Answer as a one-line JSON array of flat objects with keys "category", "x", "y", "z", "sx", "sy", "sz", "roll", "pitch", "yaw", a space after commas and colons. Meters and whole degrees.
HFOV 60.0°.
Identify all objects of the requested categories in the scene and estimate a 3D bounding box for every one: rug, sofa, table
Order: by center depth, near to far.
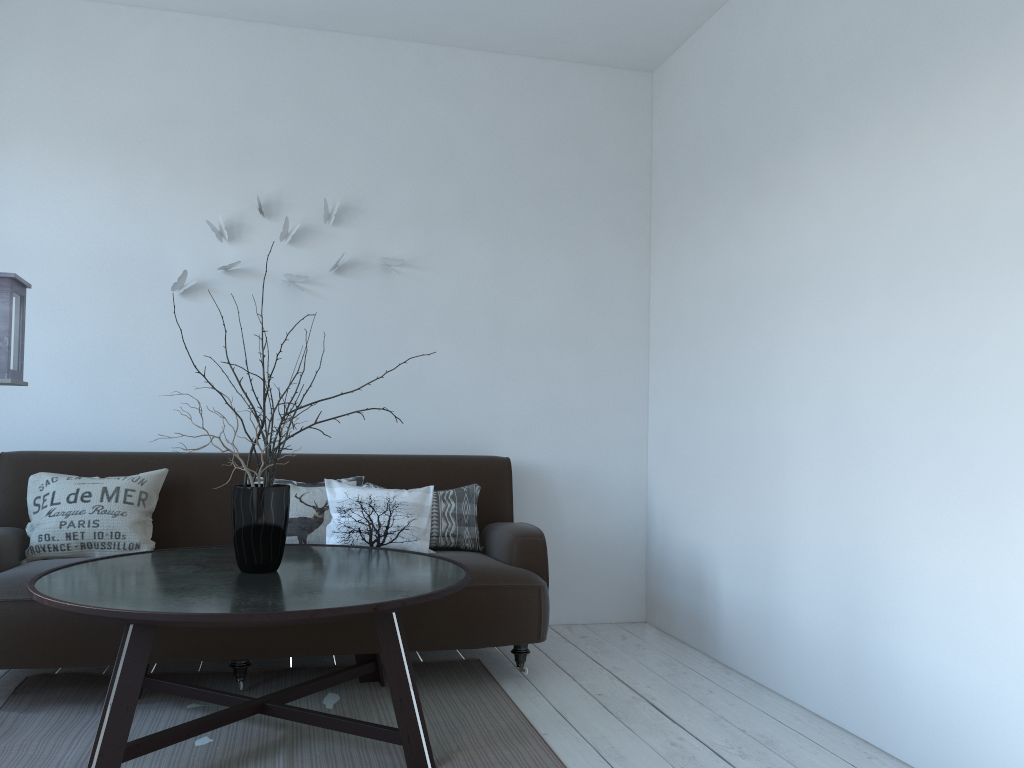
[{"category": "table", "x": -0.783, "y": 0.837, "z": 2.773, "sx": 1.300, "sy": 0.503, "sz": 1.300, "roll": 2, "pitch": -3, "yaw": -24}, {"category": "rug", "x": -0.793, "y": 1.062, "z": 2.792, "sx": 1.710, "sy": 0.055, "sz": 1.457, "roll": 2, "pitch": -3, "yaw": -14}, {"category": "sofa", "x": -0.972, "y": 0.700, "z": 3.544, "sx": 2.165, "sy": 0.824, "sz": 0.969, "roll": 2, "pitch": -3, "yaw": -14}]

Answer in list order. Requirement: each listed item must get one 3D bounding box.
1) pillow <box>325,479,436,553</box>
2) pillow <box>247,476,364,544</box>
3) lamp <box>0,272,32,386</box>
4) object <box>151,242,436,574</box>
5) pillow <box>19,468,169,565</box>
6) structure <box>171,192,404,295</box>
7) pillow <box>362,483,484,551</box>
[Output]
[{"category": "pillow", "x": -0.549, "y": 0.548, "z": 3.650, "sx": 0.471, "sy": 0.309, "sz": 0.188, "roll": 2, "pitch": -2, "yaw": -14}, {"category": "pillow", "x": -0.851, "y": 0.552, "z": 3.650, "sx": 0.473, "sy": 0.347, "sz": 0.158, "roll": 2, "pitch": -2, "yaw": -16}, {"category": "lamp", "x": -1.566, "y": -0.881, "z": 2.649, "sx": 0.228, "sy": 1.761, "sz": 0.228, "roll": 2, "pitch": -2, "yaw": -18}, {"category": "object", "x": -0.649, "y": 0.058, "z": 2.764, "sx": 0.846, "sy": 1.065, "sz": 0.525, "roll": 3, "pitch": -3, "yaw": -44}, {"category": "pillow", "x": -1.642, "y": 0.517, "z": 3.487, "sx": 0.519, "sy": 0.367, "sz": 0.239, "roll": 2, "pitch": -2, "yaw": -15}, {"category": "structure", "x": -1.007, "y": -0.619, "z": 4.050, "sx": 1.025, "sy": 0.478, "sz": 0.085, "roll": 2, "pitch": -2, "yaw": -15}, {"category": "pillow", "x": -0.383, "y": 0.571, "z": 3.809, "sx": 0.542, "sy": 0.287, "sz": 0.183, "roll": 2, "pitch": -2, "yaw": -14}]
